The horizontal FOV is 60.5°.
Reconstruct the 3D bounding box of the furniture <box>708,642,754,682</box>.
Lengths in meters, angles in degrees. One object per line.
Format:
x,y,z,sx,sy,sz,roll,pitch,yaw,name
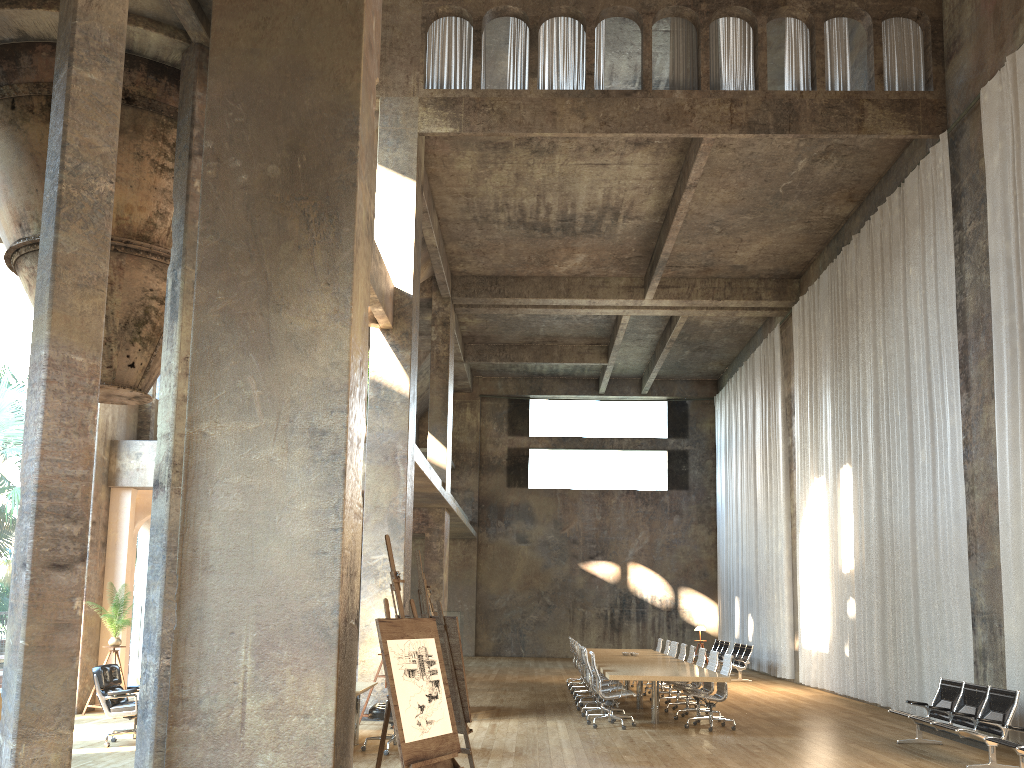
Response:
5.320,6.760,21.446,0.708,0.824,1.913,1,-13,1,furniture

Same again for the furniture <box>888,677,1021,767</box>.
5.121,3.923,10.297,0.708,0.824,1.913,1,-13,1,furniture

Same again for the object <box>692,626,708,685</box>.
4.148,6.088,19.746,0.573,1.273,0.668,-5,-10,34,object

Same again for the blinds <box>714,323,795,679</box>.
6.578,3.645,24.814,0.275,8.476,7.996,1,-10,1,blinds

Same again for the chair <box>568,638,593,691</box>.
1.477,5.632,17.646,0.699,1.006,0.679,0,-9,5,chair

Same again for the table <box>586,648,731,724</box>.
2.162,5.193,15.351,1.601,0.743,7.887,1,-14,1,table

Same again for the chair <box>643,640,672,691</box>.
2.870,5.667,17.682,0.699,1.006,0.679,-1,-9,10,chair

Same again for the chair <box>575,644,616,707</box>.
1.417,4.950,14.967,0.699,1.006,0.679,0,-9,7,chair

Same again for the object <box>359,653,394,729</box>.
-1.814,4.016,12.025,0.571,1.273,0.671,1,-9,2,object

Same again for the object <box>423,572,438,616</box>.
-1.086,3.830,12.849,0.684,2.106,0.714,1,-8,0,object

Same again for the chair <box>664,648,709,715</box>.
2.800,4.765,14.137,0.699,1.006,0.679,0,-9,7,chair

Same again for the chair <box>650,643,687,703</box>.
2.840,5.215,15.905,0.699,1.006,0.679,0,-9,7,chair

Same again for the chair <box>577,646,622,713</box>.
1.391,4.714,14.041,0.699,1.006,0.679,1,-9,1,chair

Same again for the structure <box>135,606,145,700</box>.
-5.035,4.041,12.889,0.594,1.518,0.757,1,-8,1,structure

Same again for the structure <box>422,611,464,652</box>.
-1.092,4.320,13.703,0.594,1.518,0.757,1,-8,1,structure

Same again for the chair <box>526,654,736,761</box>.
-0.078,4.281,12.414,12.948,1.011,32.211,1,-14,1,chair

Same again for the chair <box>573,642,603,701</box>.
1.440,5.173,15.842,0.699,1.006,0.679,-1,-9,10,chair

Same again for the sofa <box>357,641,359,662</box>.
-3.936,6.603,21.263,2.067,0.707,1.095,1,-12,1,sofa

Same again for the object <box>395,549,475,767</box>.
-0.739,2.552,7.794,0.705,2.106,0.694,-4,-9,33,object

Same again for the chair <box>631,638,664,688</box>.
2.860,5.885,18.541,0.699,1.006,0.679,0,-9,7,chair

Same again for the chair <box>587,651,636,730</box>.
1.396,4.280,12.331,0.699,1.006,0.679,0,-9,7,chair

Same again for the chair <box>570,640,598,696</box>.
1.458,5.400,16.734,0.699,1.006,0.679,0,-9,7,chair

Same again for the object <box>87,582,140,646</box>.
-5.671,3.266,12.506,0.688,0.921,0.877,2,-10,-8,object

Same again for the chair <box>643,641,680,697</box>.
2.850,5.451,16.831,0.699,1.006,0.679,1,-9,1,chair

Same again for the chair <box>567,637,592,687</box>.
1.500,5.872,18.588,0.699,1.006,0.679,0,-9,7,chair

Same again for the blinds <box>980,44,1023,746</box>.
6.186,-0.732,7.617,0.275,8.476,7.996,1,-10,3,blinds

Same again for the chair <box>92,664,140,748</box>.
-4.320,3.660,10.045,0.821,0.875,0.745,2,-10,-4,chair

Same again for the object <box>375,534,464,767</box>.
-0.676,2.075,5.915,0.686,2.106,0.712,-3,-9,27,object

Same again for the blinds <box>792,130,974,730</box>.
6.382,1.453,16.203,0.275,8.476,7.996,1,-10,3,blinds

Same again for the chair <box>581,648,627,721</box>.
1.380,4.498,13.190,0.699,1.006,0.679,-1,-9,10,chair

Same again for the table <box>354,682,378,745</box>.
-2.832,3.770,9.994,2.409,0.687,1.129,1,-12,1,table

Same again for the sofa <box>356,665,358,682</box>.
-4.030,5.539,17.089,2.064,0.707,2.994,1,-14,1,sofa

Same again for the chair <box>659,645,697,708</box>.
2.818,4.992,15.030,0.699,1.006,0.679,-1,-9,10,chair

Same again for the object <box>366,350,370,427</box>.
-2.601,0.244,14.287,1.401,1.774,1.384,0,-10,7,object

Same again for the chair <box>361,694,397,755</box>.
-1.277,3.694,9.955,0.821,0.875,0.745,1,-10,-2,chair

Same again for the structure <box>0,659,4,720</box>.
-5.252,3.176,8.451,0.735,0.995,0.759,1,-10,1,structure

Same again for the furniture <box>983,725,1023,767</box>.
5.067,3.319,7.925,0.708,0.824,1.913,1,-13,1,furniture

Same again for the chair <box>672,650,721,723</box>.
2.781,4.533,13.226,0.699,1.006,0.679,0,-9,5,chair

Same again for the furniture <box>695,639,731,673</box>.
5.374,7.363,23.818,0.708,0.824,1.913,1,-13,1,furniture

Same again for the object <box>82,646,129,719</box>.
-5.626,4.195,12.399,0.663,0.954,0.578,7,-11,-34,object
